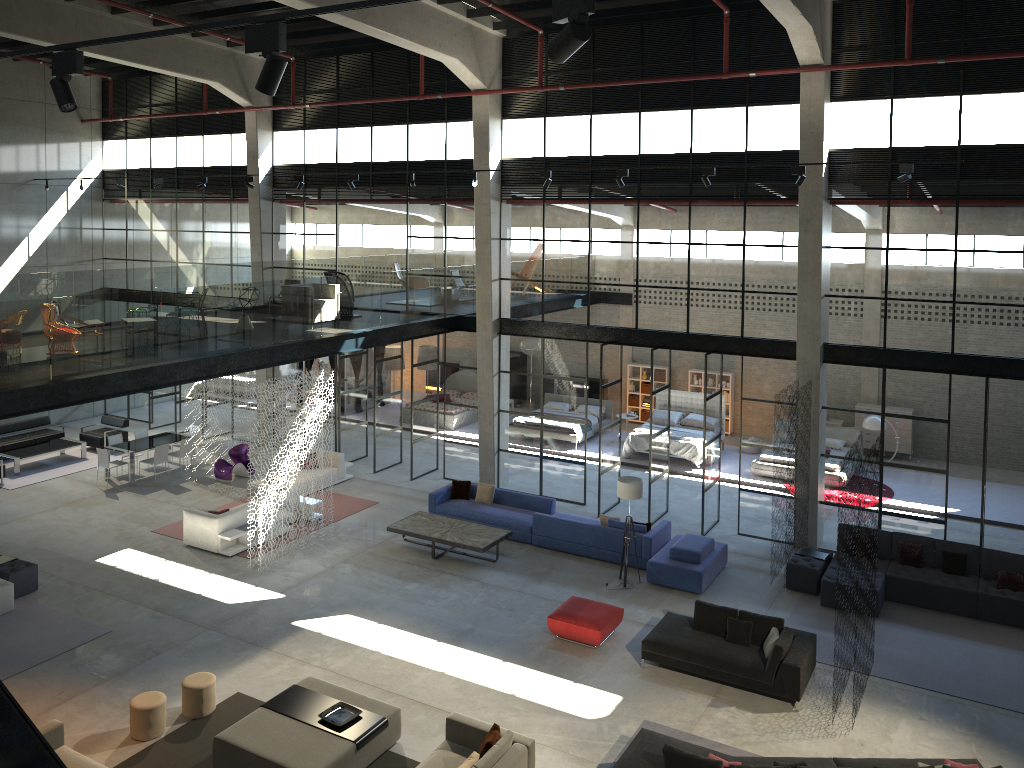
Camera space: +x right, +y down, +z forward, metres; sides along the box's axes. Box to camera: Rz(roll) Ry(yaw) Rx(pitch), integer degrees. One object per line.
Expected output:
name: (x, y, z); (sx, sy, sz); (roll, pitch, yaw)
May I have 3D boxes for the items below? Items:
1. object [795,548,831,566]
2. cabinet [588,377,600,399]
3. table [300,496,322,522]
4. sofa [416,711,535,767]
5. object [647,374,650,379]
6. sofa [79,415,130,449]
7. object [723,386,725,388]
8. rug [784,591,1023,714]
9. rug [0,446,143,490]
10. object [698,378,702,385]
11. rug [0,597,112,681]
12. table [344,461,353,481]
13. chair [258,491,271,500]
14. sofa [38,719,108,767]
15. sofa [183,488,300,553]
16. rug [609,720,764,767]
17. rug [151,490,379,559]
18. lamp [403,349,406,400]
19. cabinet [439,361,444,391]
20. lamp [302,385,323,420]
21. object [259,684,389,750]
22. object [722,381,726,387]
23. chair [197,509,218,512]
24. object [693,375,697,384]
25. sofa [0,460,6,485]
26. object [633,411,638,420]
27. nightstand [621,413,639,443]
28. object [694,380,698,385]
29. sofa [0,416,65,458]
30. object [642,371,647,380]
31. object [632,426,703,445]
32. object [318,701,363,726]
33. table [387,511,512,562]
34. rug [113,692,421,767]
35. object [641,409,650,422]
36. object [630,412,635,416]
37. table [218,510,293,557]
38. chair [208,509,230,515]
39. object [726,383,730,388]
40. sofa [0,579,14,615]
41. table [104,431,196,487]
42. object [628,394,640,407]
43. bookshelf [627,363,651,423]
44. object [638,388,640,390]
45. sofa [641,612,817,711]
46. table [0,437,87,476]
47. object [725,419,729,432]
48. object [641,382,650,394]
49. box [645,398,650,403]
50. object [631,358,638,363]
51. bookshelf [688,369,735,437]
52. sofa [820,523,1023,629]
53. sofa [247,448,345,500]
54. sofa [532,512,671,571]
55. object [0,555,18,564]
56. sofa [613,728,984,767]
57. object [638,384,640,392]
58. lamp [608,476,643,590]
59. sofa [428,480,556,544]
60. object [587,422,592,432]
object: (5.080, 2.913, 14.835); (0.521, 0.098, 0.303); (8, 12, 34)
cabinet: (1.914, 0.368, 27.173); (2.090, 1.151, 0.453); (6, 6, 30)
table: (-4.385, 2.482, 17.751); (1.206, 0.366, 0.303); (6, 8, 30)
sofa: (-0.780, 4.100, 8.502); (1.057, 0.715, 2.362); (5, 11, 29)
object: (4.034, -0.214, 25.978); (0.185, 0.131, 0.188); (0, 8, -7)
sofa: (-10.523, 1.292, 22.644); (0.954, 0.753, 0.829); (5, 8, 29)
object: (5.970, 0.081, 24.706); (0.065, 0.063, 0.066); (-1, 7, -13)
rug: (5.883, 3.745, 12.664); (3.643, 0.020, 2.677); (7, 12, 29)
rug: (-11.177, 1.929, 21.251); (2.419, 0.025, 3.428); (7, 12, 29)
object: (5.389, -0.073, 25.123); (0.100, 0.202, 0.100); (-2, 5, -32)
rug: (-7.866, 3.750, 11.851); (2.658, 0.020, 3.669); (7, 12, 29)
table: (-4.135, 1.987, 20.378); (0.904, 0.367, 0.303); (6, 8, 30)
chair: (-4.851, 2.272, 16.996); (0.269, 0.315, 0.398); (2, 8, 16)
sofa: (-4.209, 4.061, 8.512); (2.345, 0.716, 1.064); (6, 10, 29)
sofa: (-5.113, 2.513, 16.749); (0.951, 0.663, 2.161); (5, 11, 29)
rug: (2.531, 4.479, 8.604); (3.643, 0.020, 2.677); (7, 12, 29)
rug: (-4.861, 2.671, 17.706); (2.658, 0.020, 3.669); (7, 12, 29)
lamp: (-3.630, -0.215, 27.443); (0.802, 1.909, 0.688); (-1, 4, -19)
cabinet: (-2.339, -0.126, 29.527); (1.044, 1.152, 0.453); (4, 5, 30)
lamp: (-4.175, 0.169, 18.350); (0.441, 1.092, 0.442); (4, 5, 38)
object: (-2.164, 3.787, 10.047); (1.479, 0.086, 0.541); (7, 12, 29)
object: (5.982, 0.000, 24.854); (0.174, 0.168, 0.177); (0, 7, -3)
chair: (-5.594, 2.418, 16.272); (0.390, 0.269, 0.322); (1, 7, 5)
object: (5.272, -0.131, 25.246); (0.094, 0.260, 0.095); (0, 4, -10)
sofa: (-12.219, 1.837, 19.677); (1.658, 0.752, 0.829); (6, 9, 29)
object: (3.683, 0.932, 26.120); (0.139, 0.234, 0.140); (-1, 5, -24)
nightstand: (3.092, 1.203, 23.579); (0.601, 0.694, 0.609); (1, 6, 2)
object: (5.273, -0.050, 25.114); (0.110, 0.155, 0.110); (5, 7, 41)
sofa: (-12.465, 1.434, 21.784); (0.823, 0.750, 2.479); (5, 11, 29)
object: (3.910, -0.254, 25.871); (0.154, 0.246, 0.155); (3, 5, 21)
object: (3.939, 1.505, 21.974); (2.291, 0.653, 0.658); (7, 9, 32)
object: (-1.942, 3.743, 9.926); (0.388, 0.035, 0.390); (8, 13, 32)
table: (-1.144, 2.837, 15.989); (2.072, 0.395, 1.038); (7, 11, 29)
rug: (-2.567, 4.325, 9.125); (3.643, 0.020, 2.677); (7, 12, 29)
object: (4.022, 0.940, 25.951); (0.325, 0.295, 0.327); (5, 8, 29)
object: (3.231, 0.799, 23.583); (0.168, 0.089, 0.171); (-1, 9, -9)
table: (-4.721, 2.763, 16.256); (0.301, 0.365, 1.586); (4, 11, 29)
chair: (-5.370, 2.440, 16.118); (0.402, 0.333, 0.285); (-1, 6, -15)
object: (6.127, 0.034, 24.772); (0.142, 0.136, 0.142); (-6, 9, -42)
sofa: (-9.298, 3.273, 11.980); (1.832, 0.861, 4.197); (6, 12, 29)
table: (-8.438, 1.717, 20.524); (0.904, 0.750, 1.821); (5, 10, 29)
object: (3.684, 0.491, 26.129); (0.325, 0.295, 0.327); (5, 8, 29)
bookshelf: (4.034, 0.329, 25.937); (1.244, 1.744, 0.332); (4, 4, 30)
object: (3.807, 0.161, 26.204); (0.065, 0.106, 0.066); (-1, 5, -15)
sofa: (2.909, 3.588, 11.812); (2.115, 0.556, 1.093); (7, 11, 30)
table: (-11.373, 1.738, 21.168); (0.904, 0.404, 1.822); (6, 12, 29)
object: (6.016, 1.169, 24.835); (0.325, 0.295, 0.327); (5, 8, 29)
object: (4.037, 0.121, 25.912); (0.325, 0.295, 0.327); (5, 8, 29)
box: (4.047, 0.504, 25.979); (0.214, 0.108, 0.133); (6, 9, 29)
object: (3.669, -0.690, 26.257); (0.234, 0.150, 0.053); (5, 5, 27)
bookshelf: (5.672, 0.520, 25.011); (1.244, 1.744, 0.332); (4, 4, 30)
sofa: (7.050, 3.162, 13.503); (4.167, 0.862, 1.845); (7, 11, 29)
sofa: (-4.731, 2.025, 19.347); (0.945, 0.662, 2.170); (5, 11, 29)
sofa: (1.636, 2.683, 16.110); (2.345, 0.716, 1.064); (6, 10, 29)
object: (-8.278, 2.901, 14.129); (0.301, 0.098, 0.524); (5, 11, 24)
sofa: (2.990, 4.140, 8.905); (4.067, 0.558, 1.491); (2, 10, 8)
object: (3.799, 0.123, 26.083); (0.081, 0.227, 0.082); (-1, 4, -29)
lamp: (1.899, 2.476, 14.515); (0.430, 1.730, 0.673); (2, 4, 27)
sofa: (-0.396, 2.496, 17.285); (2.345, 0.599, 1.065); (6, 10, 29)
object: (1.063, 1.072, 23.646); (2.119, 0.245, 0.726); (7, 12, 29)
